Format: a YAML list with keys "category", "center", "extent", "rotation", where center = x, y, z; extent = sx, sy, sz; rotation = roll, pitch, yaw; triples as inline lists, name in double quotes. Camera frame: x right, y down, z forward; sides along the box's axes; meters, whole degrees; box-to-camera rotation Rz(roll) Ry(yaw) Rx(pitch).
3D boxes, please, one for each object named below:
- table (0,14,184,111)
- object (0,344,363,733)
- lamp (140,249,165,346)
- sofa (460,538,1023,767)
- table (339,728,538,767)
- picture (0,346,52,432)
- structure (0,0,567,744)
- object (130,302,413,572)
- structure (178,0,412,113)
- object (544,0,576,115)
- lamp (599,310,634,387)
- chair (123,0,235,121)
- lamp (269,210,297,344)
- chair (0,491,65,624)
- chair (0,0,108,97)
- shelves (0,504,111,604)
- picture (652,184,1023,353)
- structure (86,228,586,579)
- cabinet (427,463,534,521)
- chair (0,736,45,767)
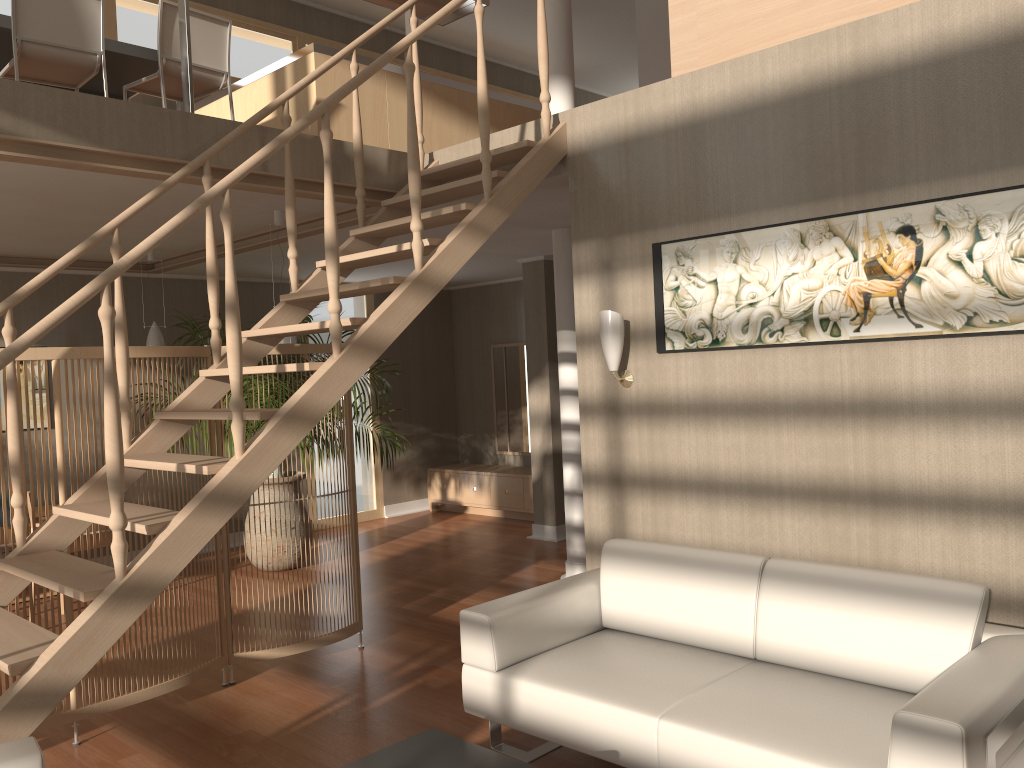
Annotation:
- category: "table"
  center: [-2.888, -1.557, 5.034]
  extent: [0.900, 0.740, 1.800]
  rotation: [-2, 1, 44]
- category: "object"
  center: [-1.617, 0.604, 3.974]
  extent: [2.229, 1.542, 0.233]
  rotation: [-4, 1, -41]
- category: "lamp"
  center: [-2.647, -0.601, 6.546]
  extent: [0.139, 0.800, 0.139]
  rotation: [-2, 1, 18]
- category: "sofa"
  center: [0.751, 1.011, 3.030]
  extent: [1.781, 0.740, 0.905]
  rotation: [-2, 1, 44]
- category: "table"
  center: [-0.046, 1.278, 2.230]
  extent: [1.260, 0.293, 0.700]
  rotation: [-2, 1, 44]
- category: "picture"
  center: [-4.018, 0.056, 6.351]
  extent: [0.010, 0.633, 1.317]
  rotation: [-2, 1, 44]
- category: "structure"
  center: [-1.151, -0.330, 3.516]
  extent: [1.000, 3.578, 3.150]
  rotation: [-2, 1, 44]
- category: "object"
  center: [-1.886, 0.504, 6.947]
  extent: [2.109, 2.304, 2.157]
  rotation: [-2, 1, 33]
- category: "structure"
  center: [-2.924, -1.636, 5.044]
  extent: [3.475, 0.900, 3.300]
  rotation: [-2, 1, 44]
- category: "object"
  center: [0.306, -2.554, 6.061]
  extent: [0.200, 2.400, 0.200]
  rotation: [-2, 1, 44]
- category: "lamp"
  center: [0.473, -0.158, 4.044]
  extent: [0.112, 0.353, 0.153]
  rotation: [-2, 1, 44]
- category: "chair"
  center: [-1.881, -1.633, 4.982]
  extent: [0.496, 0.796, 0.430]
  rotation: [-2, 1, 39]
- category: "lamp"
  center: [-1.384, -0.640, 5.324]
  extent: [0.139, 0.800, 0.139]
  rotation: [-3, 1, -10]
- category: "chair"
  center: [-3.182, 1.093, 5.575]
  extent: [0.582, 0.856, 0.509]
  rotation: [-3, 1, -6]
- category: "chair"
  center: [-2.416, -1.603, 4.647]
  extent: [0.430, 0.796, 0.496]
  rotation: [-4, 1, -41]
- category: "shelves"
  center: [-3.621, 1.227, 6.102]
  extent: [0.658, 0.590, 1.600]
  rotation: [-2, 1, 44]
- category: "picture"
  center: [1.189, -0.399, 3.425]
  extent: [1.531, 0.487, 0.018]
  rotation: [-2, 1, 44]
- category: "structure"
  center: [0.508, 0.090, 5.038]
  extent: [8.342, 2.533, 10.775]
  rotation: [-2, 1, 44]
- category: "cabinet"
  center: [-0.038, 1.089, 8.919]
  extent: [1.911, 0.458, 0.500]
  rotation: [-2, 1, 44]
- category: "chair"
  center: [-1.337, 1.130, 1.694]
  extent: [0.905, 0.740, 0.900]
  rotation: [-3, 1, -36]
